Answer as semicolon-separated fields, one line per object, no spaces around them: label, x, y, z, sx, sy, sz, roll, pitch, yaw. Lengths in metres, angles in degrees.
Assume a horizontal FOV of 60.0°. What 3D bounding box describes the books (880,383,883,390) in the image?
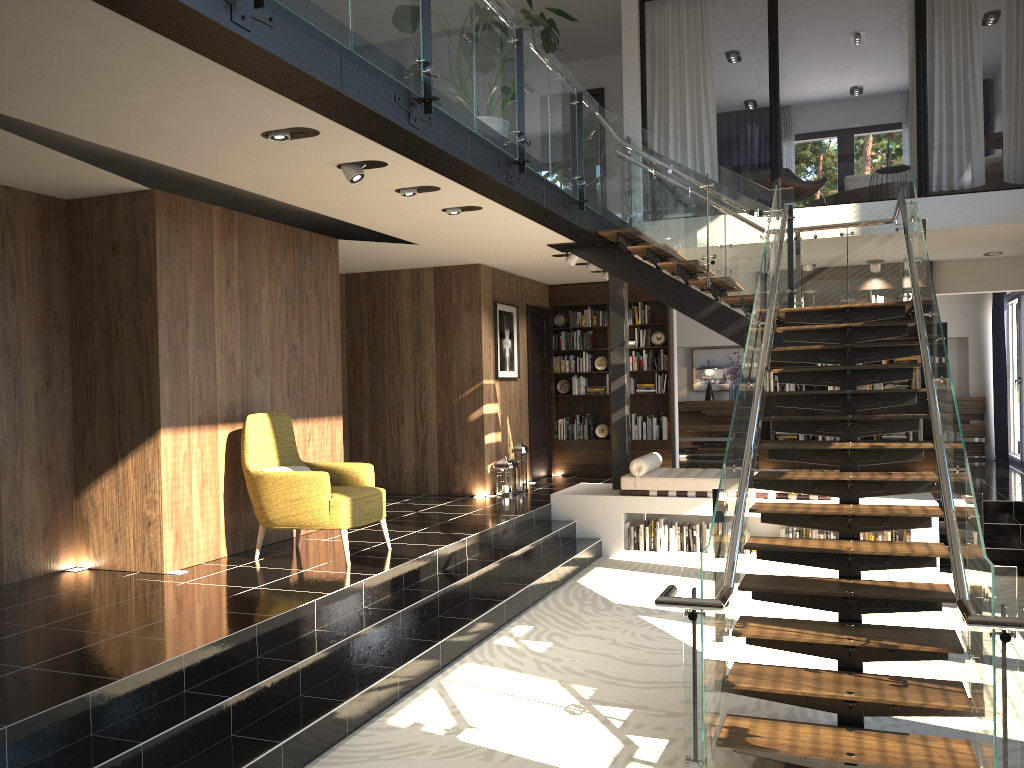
books;4.616;-0.069;11.078;0.031;0.277;0.168;-1;0;21

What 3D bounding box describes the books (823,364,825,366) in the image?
books;3.985;-0.332;11.329;0.024;0.197;0.174;-1;0;21

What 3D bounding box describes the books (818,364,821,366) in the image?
books;3.938;-0.368;11.361;0.031;0.272;0.158;-1;0;21

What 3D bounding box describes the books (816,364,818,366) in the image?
books;3.910;-0.345;11.374;0.030;0.228;0.176;-1;0;21

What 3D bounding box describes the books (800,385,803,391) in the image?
books;3.741;-0.014;11.443;0.028;0.210;0.169;-1;0;21

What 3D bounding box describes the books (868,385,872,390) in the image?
books;4.499;-0.043;11.150;0.037;0.232;0.231;-1;0;21

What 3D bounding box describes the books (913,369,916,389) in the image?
books;4.978;-0.062;10.956;0.023;0.246;0.147;-1;0;21

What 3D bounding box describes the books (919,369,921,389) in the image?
books;5.025;-0.063;10.940;0.022;0.247;0.132;-1;0;21

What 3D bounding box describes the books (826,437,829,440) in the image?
books;4.024;0.578;11.305;0.030;0.276;0.160;-1;0;21

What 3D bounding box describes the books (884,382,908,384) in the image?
books;4.776;-0.015;11.031;0.268;0.022;0.156;-1;0;17

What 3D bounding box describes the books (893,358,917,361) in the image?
books;4.886;-0.304;11.026;0.259;0.020;0.167;-1;0;19

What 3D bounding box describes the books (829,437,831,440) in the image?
books;4.054;0.608;11.306;0.025;0.214;0.170;-1;0;21

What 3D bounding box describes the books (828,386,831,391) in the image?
books;4.047;-0.059;11.307;0.030;0.284;0.176;-1;0;21

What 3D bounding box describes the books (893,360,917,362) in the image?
books;4.888;-0.283;11.031;0.272;0.021;0.156;-1;0;19

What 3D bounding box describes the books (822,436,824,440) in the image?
books;3.975;0.586;11.332;0.030;0.262;0.173;-1;0;21

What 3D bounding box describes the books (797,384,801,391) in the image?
books;3.694;-0.026;11.458;0.070;0.236;0.206;-1;0;21

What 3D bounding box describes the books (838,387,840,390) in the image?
books;4.177;-0.050;11.261;0.067;0.261;0.159;-1;0;21

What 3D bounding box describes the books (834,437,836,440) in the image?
books;4.112;0.565;11.293;0.032;0.298;0.169;-1;0;21

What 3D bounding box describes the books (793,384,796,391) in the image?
books;3.658;-0.010;11.492;0.030;0.205;0.170;-1;0;21

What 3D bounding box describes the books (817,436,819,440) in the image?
books;3.926;0.586;11.376;0.026;0.263;0.156;-1;0;21

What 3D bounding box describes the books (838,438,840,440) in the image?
books;4.163;0.560;11.268;0.032;0.306;0.155;-1;0;21

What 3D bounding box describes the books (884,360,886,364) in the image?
books;4.673;-0.377;11.104;0.023;0.261;0.146;-1;0;21

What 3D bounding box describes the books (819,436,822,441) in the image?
books;3.941;0.561;11.333;0.035;0.312;0.160;-1;0;21

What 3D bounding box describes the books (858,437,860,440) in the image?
books;4.371;0.595;11.192;0.026;0.227;0.129;-1;0;21

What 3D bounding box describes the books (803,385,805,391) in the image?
books;3.780;-0.002;11.474;0.022;0.185;0.127;-1;0;21

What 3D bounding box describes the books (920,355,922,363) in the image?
books;5.044;-0.374;10.948;0.028;0.240;0.187;-1;0;21

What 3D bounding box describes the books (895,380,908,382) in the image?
books;4.775;-0.036;11.029;0.260;0.021;0.167;-1;0;18

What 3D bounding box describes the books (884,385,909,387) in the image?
books;4.777;0.029;11.032;0.274;0.022;0.156;-1;0;18

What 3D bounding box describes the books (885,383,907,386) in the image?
books;4.780;0.007;11.041;0.247;0.022;0.148;-1;0;22

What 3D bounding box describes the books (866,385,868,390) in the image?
books;4.465;-0.058;11.152;0.026;0.263;0.156;-1;0;21

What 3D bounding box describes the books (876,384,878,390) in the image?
books;4.567;-0.037;11.106;0.029;0.214;0.149;-1;0;21

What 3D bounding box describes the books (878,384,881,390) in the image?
books;4.586;-0.035;11.079;0.026;0.209;0.184;-1;0;21

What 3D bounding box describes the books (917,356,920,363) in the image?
books;5.022;-0.364;10.966;0.026;0.219;0.156;-1;0;21

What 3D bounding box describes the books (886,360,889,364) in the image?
books;4.690;-0.345;11.080;0.026;0.196;0.147;-1;0;21

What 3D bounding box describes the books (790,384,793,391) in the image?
books;3.622;-0.034;11.479;0.029;0.256;0.167;-1;0;21

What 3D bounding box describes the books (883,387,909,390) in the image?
books;4.773;0.053;11.021;0.288;0.026;0.175;-1;0;25

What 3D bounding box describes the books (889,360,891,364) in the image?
books;4.725;-0.369;11.100;0.025;0.243;0.119;-1;0;21

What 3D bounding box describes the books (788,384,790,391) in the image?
books;3.605;0.009;11.510;0.027;0.171;0.146;-1;0;21

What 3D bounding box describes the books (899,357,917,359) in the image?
books;4.885;-0.324;11.024;0.260;0.020;0.167;-1;0;18

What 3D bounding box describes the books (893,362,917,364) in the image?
books;4.888;-0.262;11.030;0.266;0.021;0.156;-1;0;18

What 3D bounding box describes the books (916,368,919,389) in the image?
books;4.993;-0.065;10.927;0.026;0.251;0.178;-1;0;21

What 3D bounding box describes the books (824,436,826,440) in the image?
books;4.007;0.579;11.339;0.025;0.274;0.150;-1;0;21

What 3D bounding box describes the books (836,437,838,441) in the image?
books;4.131;0.586;11.260;0.025;0.255;0.202;-1;0;21

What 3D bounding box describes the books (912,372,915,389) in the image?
books;4.953;-0.044;10.956;0.025;0.212;0.168;-1;0;21

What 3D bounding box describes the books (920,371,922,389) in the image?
books;5.046;-0.052;10.949;0.012;0.224;0.097;-1;1;21

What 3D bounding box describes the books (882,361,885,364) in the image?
books;4.652;-0.356;11.115;0.024;0.219;0.174;-1;0;21

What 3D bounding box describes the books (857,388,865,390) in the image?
books;4.315;0.064;11.210;0.274;0.025;0.156;-1;0;18

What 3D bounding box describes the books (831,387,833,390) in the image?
books;4.060;-0.027;11.265;0.023;0.218;0.196;-1;0;21

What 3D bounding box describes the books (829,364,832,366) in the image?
books;4.056;-0.364;11.295;0.028;0.258;0.208;-1;0;21

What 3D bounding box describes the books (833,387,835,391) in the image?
books;4.096;-0.041;11.285;0.030;0.245;0.166;-1;0;21

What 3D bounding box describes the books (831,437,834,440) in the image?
books;4.083;0.574;11.305;0.031;0.280;0.141;-1;0;21

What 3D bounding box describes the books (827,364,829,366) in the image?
books;4.033;-0.354;11.311;0.027;0.239;0.153;-1;0;21

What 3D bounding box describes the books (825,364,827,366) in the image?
books;4.005;-0.347;11.312;0.027;0.228;0.208;-1;0;21

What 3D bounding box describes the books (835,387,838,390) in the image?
books;4.118;-0.041;11.250;0.036;0.244;0.194;-1;0;21

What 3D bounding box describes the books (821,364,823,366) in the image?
books;3.966;-0.314;11.351;0.027;0.162;0.125;-1;0;21

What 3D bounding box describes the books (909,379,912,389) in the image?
books;4.924;-0.060;10.956;0.030;0.244;0.176;-1;0;21

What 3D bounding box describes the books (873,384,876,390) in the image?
books;4.546;-0.045;11.127;0.025;0.232;0.156;-1;0;21

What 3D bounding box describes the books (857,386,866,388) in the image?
books;4.314;0.039;11.208;0.275;0.025;0.156;-1;0;17
